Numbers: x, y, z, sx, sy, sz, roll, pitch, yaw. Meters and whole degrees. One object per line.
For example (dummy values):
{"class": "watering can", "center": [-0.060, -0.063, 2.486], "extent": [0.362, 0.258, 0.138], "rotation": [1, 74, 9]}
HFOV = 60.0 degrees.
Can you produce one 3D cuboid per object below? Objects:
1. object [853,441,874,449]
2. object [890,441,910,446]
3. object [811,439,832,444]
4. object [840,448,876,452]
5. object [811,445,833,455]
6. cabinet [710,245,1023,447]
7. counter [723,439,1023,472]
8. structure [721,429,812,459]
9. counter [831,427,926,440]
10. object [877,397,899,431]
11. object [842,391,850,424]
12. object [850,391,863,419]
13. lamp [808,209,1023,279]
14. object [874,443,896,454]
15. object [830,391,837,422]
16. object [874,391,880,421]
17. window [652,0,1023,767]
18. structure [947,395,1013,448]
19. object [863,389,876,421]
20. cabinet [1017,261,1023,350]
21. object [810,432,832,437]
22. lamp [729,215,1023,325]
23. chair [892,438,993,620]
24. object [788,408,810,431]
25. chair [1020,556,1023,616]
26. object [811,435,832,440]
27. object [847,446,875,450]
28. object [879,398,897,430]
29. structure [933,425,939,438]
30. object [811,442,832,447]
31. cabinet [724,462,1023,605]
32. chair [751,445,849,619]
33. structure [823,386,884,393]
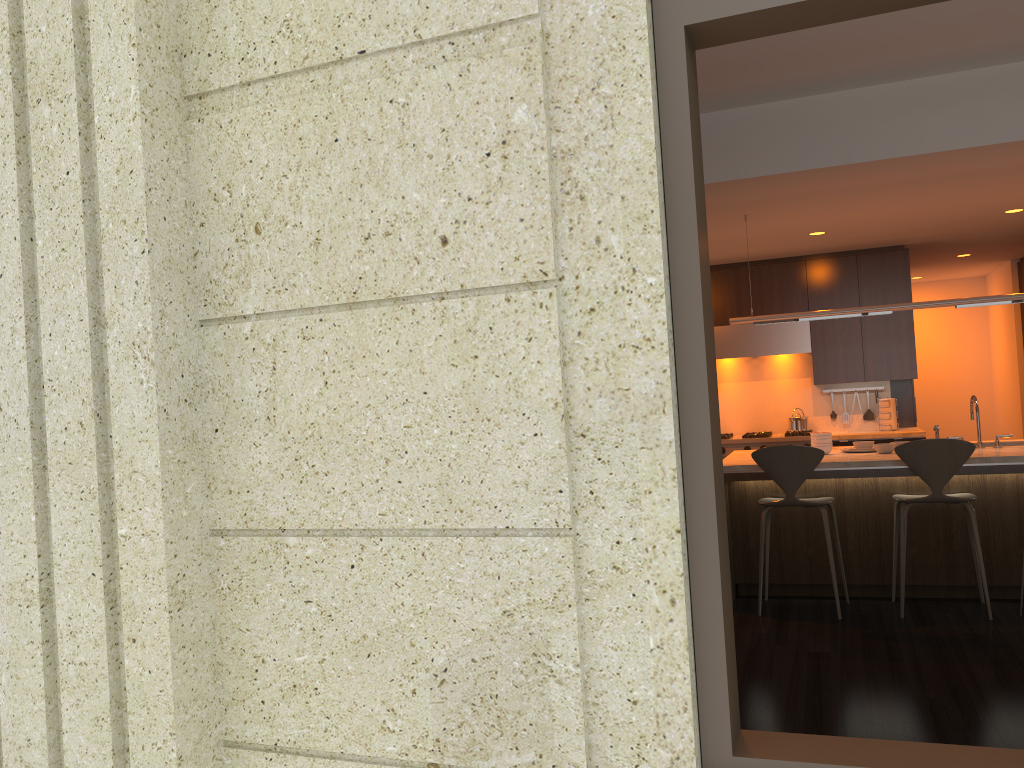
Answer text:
{"class": "object", "center": [2.393, 0.423, 6.032], "extent": [0.138, 0.059, 0.139], "rotation": [-3, -1, -45]}
{"class": "object", "center": [2.581, 0.414, 5.869], "extent": [0.138, 0.059, 0.139], "rotation": [-3, -1, -45]}
{"class": "object", "center": [2.092, 0.401, 5.988], "extent": [0.140, 0.062, 0.139], "rotation": [-4, -1, 19]}
{"class": "object", "center": [2.395, 0.448, 6.031], "extent": [0.310, 0.021, 0.309], "rotation": [-4, -1, 19]}
{"class": "object", "center": [2.094, 0.447, 5.988], "extent": [0.140, 0.059, 0.139], "rotation": [-4, -1, 11]}
{"class": "cabinet", "center": [2.309, -0.110, 6.719], "extent": [5.521, 2.997, 7.728], "rotation": [-4, -1, 19]}
{"class": "counter", "center": [2.782, 0.449, 5.799], "extent": [2.711, 0.038, 1.280], "rotation": [-4, -1, 19]}
{"class": "structure", "center": [2.341, 0.488, 8.454], "extent": [1.067, 0.422, 0.824], "rotation": [-4, -1, 19]}
{"class": "counter", "center": [1.830, 0.547, 8.141], "extent": [3.616, 0.038, 3.187], "rotation": [-4, -1, 19]}
{"class": "object", "center": [3.428, 0.275, 8.107], "extent": [0.168, 0.304, 0.160], "rotation": [-3, -1, -27]}
{"class": "object", "center": [3.164, 0.220, 8.425], "extent": [0.066, 0.314, 0.004], "rotation": [-4, -1, 19]}
{"class": "object", "center": [3.254, 0.194, 8.391], "extent": [0.114, 0.271, 0.008], "rotation": [-4, -1, 19]}
{"class": "lamp", "center": [-3.393, -0.866, 10.785], "extent": [16.431, 0.171, 5.868], "rotation": [-4, -1, 19]}
{"class": "object", "center": [2.433, 0.422, 5.784], "extent": [0.138, 0.059, 0.139], "rotation": [-3, -1, -45]}
{"class": "object", "center": [3.061, 0.211, 8.458], "extent": [0.061, 0.296, 0.020], "rotation": [-4, -1, 18]}
{"class": "object", "center": [3.432, 0.204, 8.328], "extent": [0.063, 0.281, 0.063], "rotation": [-4, -1, -3]}
{"class": "window", "center": [1.441, -0.329, 1.553], "extent": [2.310, 2.201, 0.152], "rotation": [-4, -1, 21]}
{"class": "structure", "center": [3.043, 0.242, 5.748], "extent": [0.321, 0.341, 0.310], "rotation": [-3, -1, -33]}
{"class": "object", "center": [3.364, 0.195, 8.370], "extent": [0.112, 0.303, 0.036], "rotation": [-4, -1, 19]}
{"class": "cabinet", "center": [5.228, -0.048, 7.708], "extent": [0.690, 2.540, 3.924], "rotation": [-4, -1, 19]}
{"class": "object", "center": [2.089, 0.358, 5.990], "extent": [0.140, 0.062, 0.139], "rotation": [-4, -1, 28]}
{"class": "lamp", "center": [2.664, -0.860, 5.796], "extent": [2.465, 0.765, 0.120], "rotation": [-4, -1, 19]}
{"class": "chair", "center": [2.520, 0.830, 5.267], "extent": [0.520, 1.047, 0.506], "rotation": [-4, -1, 19]}
{"class": "object", "center": [2.732, 0.337, 8.463], "extent": [0.221, 0.218, 0.221], "rotation": [-4, -1, 4]}
{"class": "chair", "center": [3.159, 0.784, 4.878], "extent": [0.520, 1.047, 0.506], "rotation": [-4, -1, -6]}
{"class": "object", "center": [2.090, 0.379, 5.989], "extent": [0.140, 0.064, 0.139], "rotation": [-3, -1, -6]}
{"class": "object", "center": [2.394, 0.444, 6.031], "extent": [0.217, 0.025, 0.216], "rotation": [-4, -1, 37]}
{"class": "object", "center": [3.432, 0.277, 8.098], "extent": [0.144, 0.286, 0.149], "rotation": [-4, -1, 1]}
{"class": "structure", "center": [2.784, 0.349, 5.804], "extent": [0.050, 0.161, 0.067], "rotation": [-4, -1, 19]}
{"class": "object", "center": [2.093, 0.423, 5.989], "extent": [0.140, 0.068, 0.139], "rotation": [-4, -1, 2]}
{"class": "cabinet", "center": [2.810, 0.906, 5.791], "extent": [2.713, 0.876, 1.281], "rotation": [-4, -1, 19]}
{"class": "chair", "center": [1.761, 0.882, 5.492], "extent": [0.520, 1.047, 0.506], "rotation": [-4, -1, 24]}
{"class": "structure", "center": [3.234, 0.053, 8.405], "extent": [0.541, 0.031, 0.048], "rotation": [-4, -1, 23]}
